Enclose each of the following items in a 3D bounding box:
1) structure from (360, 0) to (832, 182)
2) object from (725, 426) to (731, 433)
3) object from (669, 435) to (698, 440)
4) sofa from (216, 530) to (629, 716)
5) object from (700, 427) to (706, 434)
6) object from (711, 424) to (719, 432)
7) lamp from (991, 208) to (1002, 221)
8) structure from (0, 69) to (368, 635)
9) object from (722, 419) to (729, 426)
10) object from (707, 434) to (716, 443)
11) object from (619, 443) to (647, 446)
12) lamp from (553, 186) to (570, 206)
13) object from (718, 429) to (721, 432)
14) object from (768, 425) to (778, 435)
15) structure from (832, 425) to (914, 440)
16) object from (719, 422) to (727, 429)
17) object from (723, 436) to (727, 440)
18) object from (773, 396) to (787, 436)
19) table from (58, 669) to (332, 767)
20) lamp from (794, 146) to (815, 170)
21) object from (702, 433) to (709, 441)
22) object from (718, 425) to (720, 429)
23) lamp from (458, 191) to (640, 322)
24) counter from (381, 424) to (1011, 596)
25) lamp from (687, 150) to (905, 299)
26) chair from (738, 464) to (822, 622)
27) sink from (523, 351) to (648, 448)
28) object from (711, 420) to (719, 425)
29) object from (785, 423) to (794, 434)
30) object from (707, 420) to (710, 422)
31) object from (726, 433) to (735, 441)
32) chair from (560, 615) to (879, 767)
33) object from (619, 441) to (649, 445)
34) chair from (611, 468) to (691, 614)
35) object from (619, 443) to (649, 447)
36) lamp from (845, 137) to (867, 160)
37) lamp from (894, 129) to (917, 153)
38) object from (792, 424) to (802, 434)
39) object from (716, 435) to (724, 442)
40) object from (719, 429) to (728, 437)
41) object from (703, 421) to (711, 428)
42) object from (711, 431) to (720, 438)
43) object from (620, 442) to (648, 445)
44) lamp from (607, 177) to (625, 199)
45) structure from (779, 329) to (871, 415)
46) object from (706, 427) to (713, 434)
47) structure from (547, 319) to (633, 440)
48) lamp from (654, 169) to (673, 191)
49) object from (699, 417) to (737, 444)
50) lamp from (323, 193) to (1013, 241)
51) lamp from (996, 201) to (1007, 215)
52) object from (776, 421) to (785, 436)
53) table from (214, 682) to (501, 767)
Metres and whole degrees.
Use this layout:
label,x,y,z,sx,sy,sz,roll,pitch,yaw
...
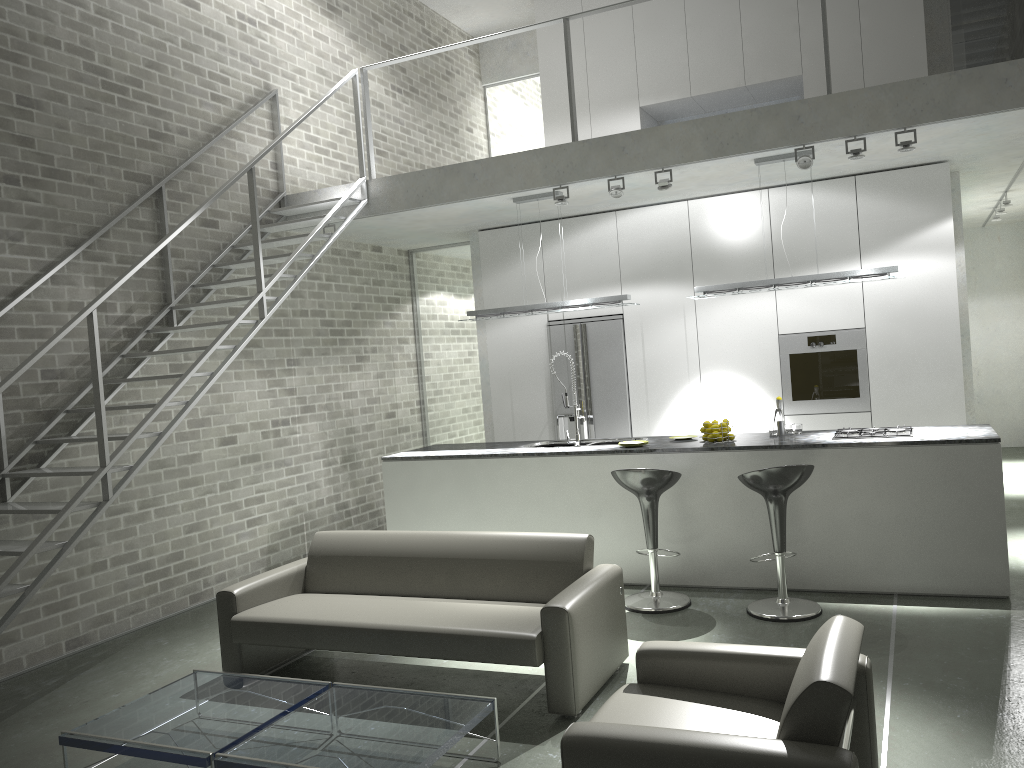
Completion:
label,x,y,z,sx,sy,sz,roll,pitch,yaw
structure,1.285,-2.366,6.396,5.560,0.972,0.070,-4,1,25
object,1.543,0.329,6.350,0.061,0.054,0.053,-5,2,-29
object,1.301,0.409,6.734,0.217,0.017,0.216,-6,2,-40
sofa,-0.520,1.229,4.808,2.114,0.717,0.902,-4,1,25
object,1.388,0.335,6.405,0.053,0.051,0.063,-5,1,-17
object,1.444,0.313,6.304,0.061,0.052,0.053,-4,2,28
lamp,5.526,-1.930,10.122,0.109,0.135,0.109,-5,1,-23
structure,-2.449,-0.414,5.779,0.902,4.246,4.345,-4,1,25
object,1.535,0.280,6.368,0.050,0.060,0.059,-4,1,14
object,1.431,0.387,6.335,0.064,0.063,0.074,-3,2,35
object,0.889,0.443,6.477,0.217,0.017,0.216,-5,2,-33
lamp,0.380,-1.453,6.851,0.109,0.136,0.109,-5,1,-23
object,1.484,0.345,6.332,0.051,0.053,0.062,-4,1,23
object,1.926,0.339,6.529,0.064,0.070,0.063,-5,2,-28
structure,2.459,0.326,6.034,0.500,0.038,0.500,-4,1,25
object,1.500,0.297,6.312,0.051,0.053,0.063,-4,2,28
object,1.518,0.383,6.371,0.061,0.055,0.050,-5,2,-30
object,1.952,0.230,6.424,0.088,0.288,0.101,-5,2,-35
table,-1.344,1.539,3.877,0.820,0.270,0.800,-4,1,25
lamp,2.009,-1.552,6.089,0.131,0.154,0.098,-4,1,25
object,1.399,0.382,6.388,0.060,0.057,0.052,-4,1,16
object,1.502,0.312,6.384,0.055,0.051,0.061,-4,1,9
lamp,0.246,-1.055,7.232,1.490,0.964,0.290,-4,1,25
counter,1.162,0.912,6.662,4.400,0.960,0.900,-4,1,25
lamp,2.003,-1.173,6.427,1.490,0.964,0.290,-4,1,25
chair,1.644,0.938,5.444,0.457,0.931,0.464,-4,1,6
sink,0.552,0.240,7.023,0.987,1.023,0.546,-4,1,25
object,1.459,0.284,6.369,0.051,0.053,0.063,-4,1,16
object,2.054,0.328,6.552,0.064,0.070,0.063,-5,2,-28
object,1.410,0.294,6.417,0.052,0.060,0.057,-4,1,3
object,1.560,0.378,6.329,0.062,0.052,0.053,-5,2,-36
chair,0.690,1.180,2.925,0.910,0.717,0.963,-4,1,25
object,0.888,0.433,6.476,0.217,0.017,0.216,-5,2,-33
chair,0.915,0.986,5.816,0.457,0.931,0.464,-3,2,39
object,0.889,0.448,6.477,0.217,0.017,0.216,-5,2,-33
lamp,2.315,-1.582,5.967,0.109,0.135,0.109,-5,1,-17
lamp,2.594,-1.601,5.840,0.109,0.135,0.109,-5,1,-17
object,2.081,0.328,6.463,0.064,0.070,0.063,-4,2,32
object,1.477,0.385,6.301,0.051,0.053,0.063,-4,1,23
object,1.503,0.347,6.307,0.061,0.055,0.051,-5,1,-6
object,1.400,0.292,6.365,0.053,0.051,0.063,-5,2,-28
object,1.440,0.360,6.280,0.061,0.054,0.052,-5,1,-8
object,0.889,0.438,6.476,0.217,0.017,0.216,-5,2,-33
lamp,0.782,-1.472,6.659,0.115,0.151,0.115,-5,1,-23
structure,2.642,-0.093,7.513,0.692,0.680,0.036,-4,1,25
object,1.417,0.336,6.350,0.062,0.053,0.052,-5,1,-14
structure,0.769,0.368,8.419,0.743,1.900,0.160,-4,1,25
lamp,1.120,-1.495,6.527,0.115,0.151,0.115,-5,1,-23
object,1.472,0.326,6.367,0.189,0.174,0.207,-5,1,-20
lamp,1.708,-1.592,8.373,6.854,0.136,0.110,-5,1,-11
lamp,5.271,-1.899,9.562,0.109,0.132,0.109,-5,1,-23
object,1.947,0.322,6.418,0.060,0.106,0.060,-4,1,18
table,-0.583,1.488,3.529,0.820,0.270,0.800,-4,1,25
